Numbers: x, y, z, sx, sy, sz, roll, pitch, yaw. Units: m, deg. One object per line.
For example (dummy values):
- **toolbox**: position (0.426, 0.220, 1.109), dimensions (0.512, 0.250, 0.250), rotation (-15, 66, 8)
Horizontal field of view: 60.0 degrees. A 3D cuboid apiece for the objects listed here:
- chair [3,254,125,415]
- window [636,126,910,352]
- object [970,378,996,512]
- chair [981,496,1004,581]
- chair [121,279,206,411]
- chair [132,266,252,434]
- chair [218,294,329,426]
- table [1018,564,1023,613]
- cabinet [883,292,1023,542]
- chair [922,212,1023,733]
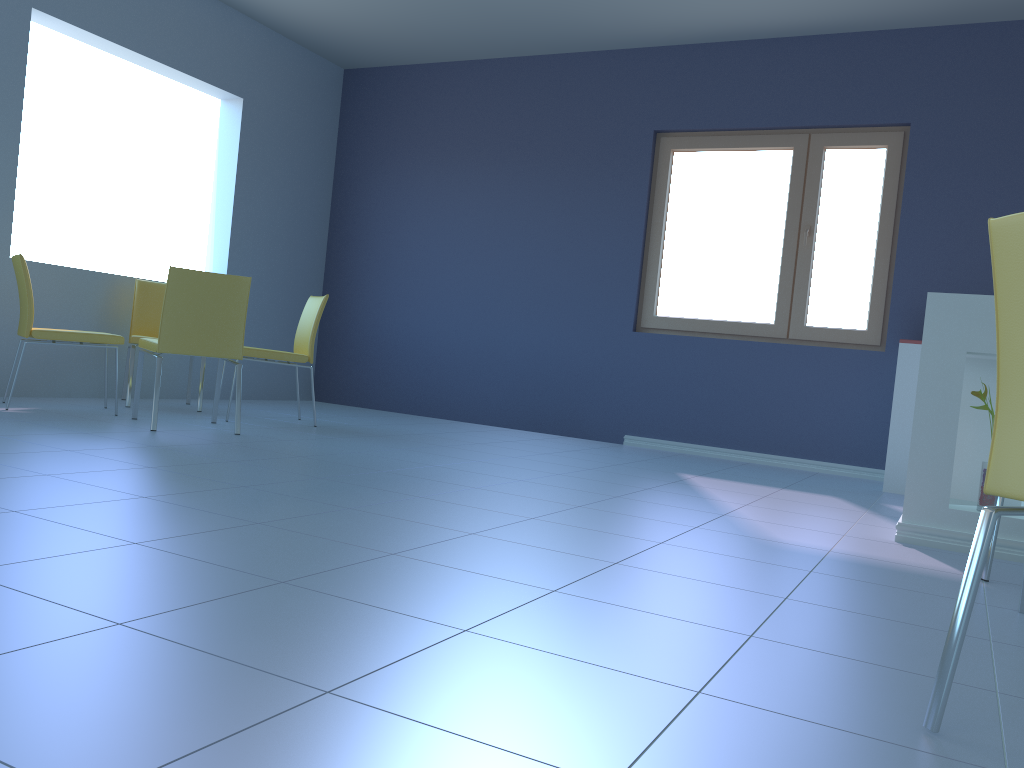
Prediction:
- **chair**: position (-2.135, -0.231, 4.221), dimensions (0.484, 0.695, 0.387), rotation (5, 2, -32)
- **window**: position (1.503, -0.880, 5.276), dimensions (1.475, 1.263, 0.142), rotation (7, 2, 27)
- **object**: position (1.502, 0.190, 2.761), dimensions (0.067, 0.423, 0.229), rotation (5, 2, -32)
- **chair**: position (1.534, 0.196, 2.174), dimensions (0.484, 0.695, 0.387), rotation (6, 1, -10)
- **chair**: position (-1.937, -0.229, 4.962), dimensions (0.387, 0.695, 0.484), rotation (5, 2, -27)
- **chair**: position (-1.440, -0.154, 4.004), dimensions (0.387, 0.695, 0.484), rotation (5, 2, -32)
- **chair**: position (-1.271, -0.153, 4.723), dimensions (0.484, 0.699, 0.387), rotation (5, 2, -27)
- **table**: position (1.554, 0.273, 1.455), dimensions (1.173, 0.590, 0.730), rotation (7, 2, 27)
- **cabinet**: position (2.574, 0.225, 3.398), dimensions (2.139, 0.800, 2.200), rotation (7, 2, 27)
- **chair**: position (0.856, 0.152, 1.083), dimensions (0.484, 0.695, 0.387), rotation (5, 1, -15)
